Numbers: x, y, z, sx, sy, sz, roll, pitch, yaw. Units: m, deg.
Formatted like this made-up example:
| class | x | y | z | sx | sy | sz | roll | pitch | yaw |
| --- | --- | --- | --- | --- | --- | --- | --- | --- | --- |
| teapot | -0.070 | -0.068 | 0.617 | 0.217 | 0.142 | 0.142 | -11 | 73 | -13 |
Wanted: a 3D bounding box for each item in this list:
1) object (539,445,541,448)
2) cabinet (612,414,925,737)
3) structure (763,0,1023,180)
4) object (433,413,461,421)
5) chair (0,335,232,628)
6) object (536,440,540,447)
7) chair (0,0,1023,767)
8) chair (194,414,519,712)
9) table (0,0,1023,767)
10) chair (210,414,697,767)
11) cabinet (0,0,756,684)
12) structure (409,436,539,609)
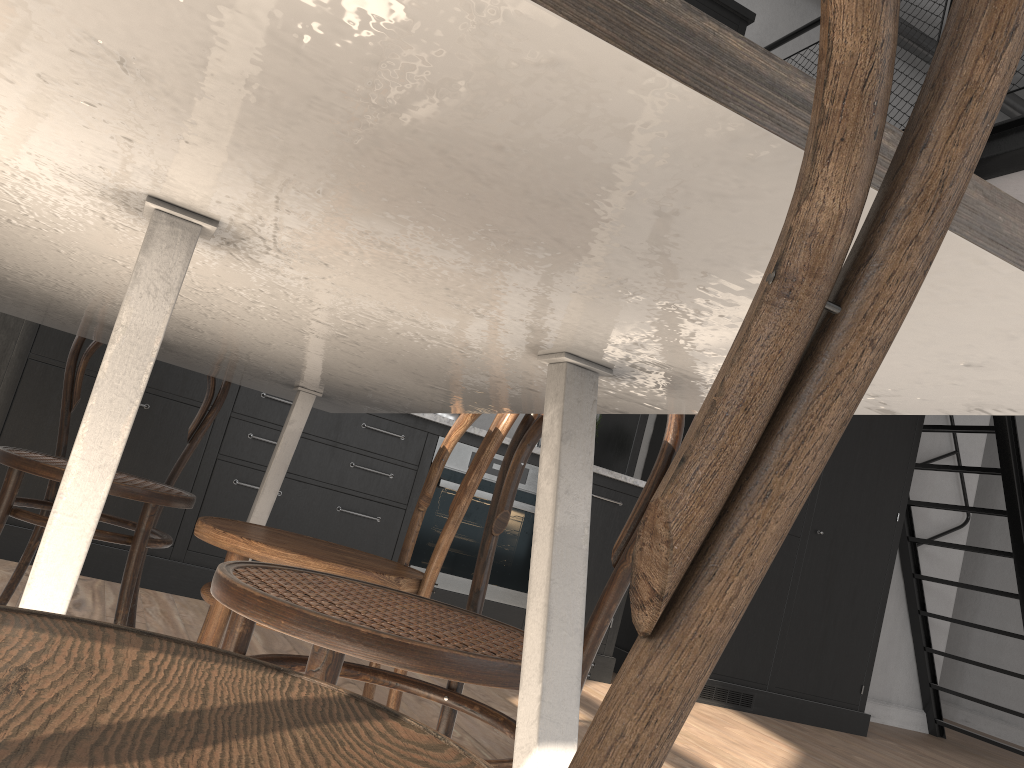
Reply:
| class | x | y | z | sx | sy | sz | roll | pitch | yaw |
| --- | --- | --- | --- | --- | --- | --- | --- | --- | --- |
| object | 0.207 | 0.352 | 4.559 | 0.083 | 0.093 | 0.140 | 21 | -10 | -33 |
| cabinet | 1.480 | 0.567 | 4.940 | 1.402 | 2.369 | 0.634 | 19 | -9 | -23 |
| structure | 4.300 | -0.865 | 3.360 | 4.162 | 1.211 | 5.928 | 19 | -9 | -23 |
| object | -0.301 | 0.104 | 4.232 | 0.171 | 0.185 | 0.171 | 17 | -9 | -12 |
| chair | -0.965 | 0.202 | 2.120 | 0.438 | 0.919 | 0.549 | 17 | -9 | -11 |
| object | 0.101 | 0.308 | 4.536 | 0.080 | 0.116 | 0.040 | 18 | -9 | -18 |
| chair | -0.167 | 0.139 | 0.343 | 0.438 | 0.919 | 0.549 | 18 | -9 | -15 |
| chair | -0.304 | 0.310 | 1.651 | 0.549 | 0.919 | 0.438 | 17 | -9 | -12 |
| table | -0.615 | 0.226 | 1.209 | 1.101 | 0.779 | 2.200 | 19 | -9 | -23 |
| chair | -0.090 | 0.282 | 1.106 | 0.550 | 0.919 | 0.438 | 20 | -9 | -28 |
| cabinet | -0.602 | -0.792 | 4.009 | 3.254 | 3.579 | 0.635 | 19 | -9 | -23 |
| structure | -0.238 | 0.622 | 4.135 | 0.622 | 0.622 | 0.618 | 19 | -9 | -23 |
